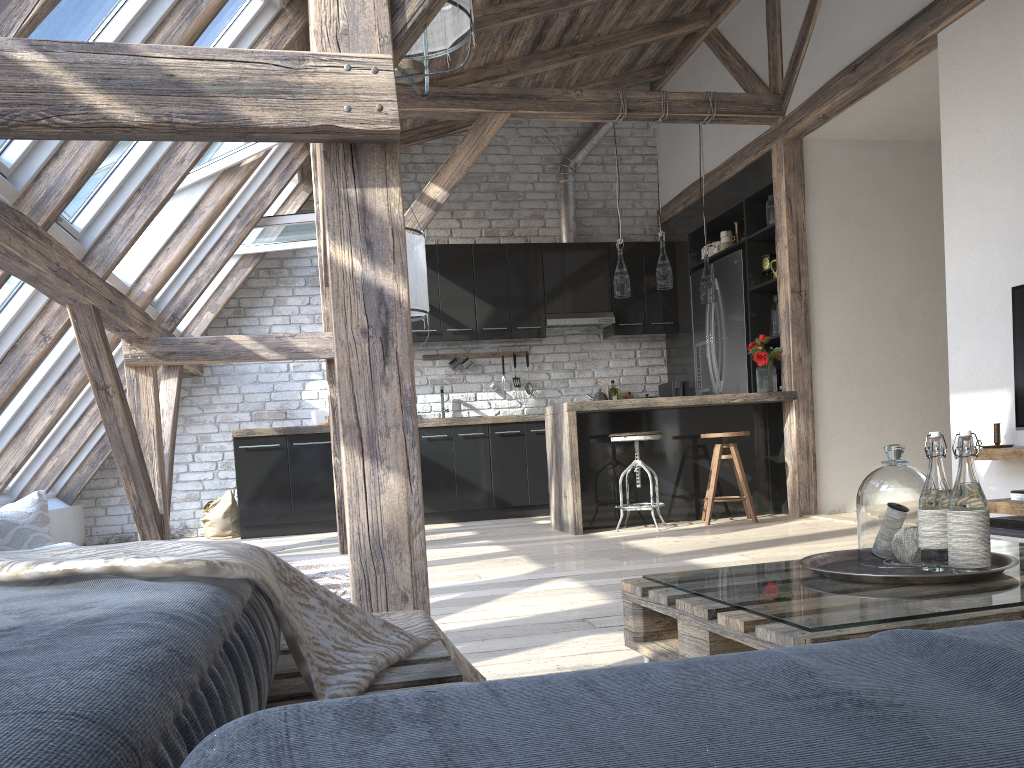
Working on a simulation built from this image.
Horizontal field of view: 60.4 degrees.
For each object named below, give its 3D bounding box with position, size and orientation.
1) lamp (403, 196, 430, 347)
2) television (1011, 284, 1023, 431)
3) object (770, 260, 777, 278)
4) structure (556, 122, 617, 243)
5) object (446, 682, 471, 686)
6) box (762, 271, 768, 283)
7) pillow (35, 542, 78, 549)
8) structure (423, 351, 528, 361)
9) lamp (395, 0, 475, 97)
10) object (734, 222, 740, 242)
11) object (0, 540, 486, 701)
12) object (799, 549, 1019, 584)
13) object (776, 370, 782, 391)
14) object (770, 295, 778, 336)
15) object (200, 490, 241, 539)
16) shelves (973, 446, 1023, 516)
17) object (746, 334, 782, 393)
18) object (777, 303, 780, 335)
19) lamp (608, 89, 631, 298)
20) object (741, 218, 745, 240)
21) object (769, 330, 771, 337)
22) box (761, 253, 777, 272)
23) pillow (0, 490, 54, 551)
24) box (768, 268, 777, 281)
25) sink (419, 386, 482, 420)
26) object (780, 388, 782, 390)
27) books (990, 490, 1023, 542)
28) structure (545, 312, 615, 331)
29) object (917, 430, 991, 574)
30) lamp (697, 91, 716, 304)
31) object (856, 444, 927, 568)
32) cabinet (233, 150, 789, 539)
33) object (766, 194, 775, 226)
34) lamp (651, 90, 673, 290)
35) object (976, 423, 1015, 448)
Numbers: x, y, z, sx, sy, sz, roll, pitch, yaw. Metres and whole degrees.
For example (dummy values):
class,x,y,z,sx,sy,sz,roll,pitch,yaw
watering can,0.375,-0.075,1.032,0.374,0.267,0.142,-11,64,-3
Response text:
class,x,y,z,sx,sy,sz,roll,pitch,yaw
lamp,-0.627,-1.114,3.989,0.401,1.902,0.404,-2,3,29
television,2.343,-0.118,3.346,0.206,0.706,1.105,-4,-2,-12
object,1.923,-0.809,6.208,0.135,0.170,0.150,-4,0,-26
structure,0.866,-1.850,7.776,0.981,1.289,0.169,-4,3,-12
object,-0.091,0.453,0.702,0.503,0.277,0.711,-2,-3,-28
box,1.876,-0.763,6.410,0.082,0.114,0.083,-4,1,-12
pillow,-2.342,0.953,4.535,0.476,0.242,0.535,-5,-3,30
structure,-0.307,-0.249,7.646,0.930,0.046,0.081,-3,-3,-12
lamp,-0.339,-1.533,2.511,0.405,1.309,0.400,-5,3,-36
object,1.702,-1.135,6.649,0.059,0.168,0.059,-5,3,-27
object,-0.517,0.445,1.394,0.812,0.474,1.008,-4,-3,18
object,0.776,0.359,1.742,0.395,0.022,0.395,-4,-4,8
object,1.913,-0.016,6.395,0.134,0.165,0.134,-4,0,-22
object,1.886,-0.480,6.268,0.085,0.303,0.086,-4,3,-20
object,-2.355,1.045,7.067,0.393,0.391,0.337,-4,0,14
shelves,2.336,0.462,3.358,0.330,0.450,1.606,-4,-4,-12
object,1.737,-0.141,6.047,0.252,0.416,0.310,-3,1,21
object,1.898,-0.515,6.122,0.109,0.351,0.108,-3,3,18
lamp,0.698,-1.222,5.690,0.108,1.293,0.224,-4,3,-10
object,1.736,-1.150,6.495,0.095,0.173,0.096,-4,2,-38
object,1.942,-0.433,6.410,0.132,0.221,0.132,-3,1,0
box,1.864,-0.877,6.368,0.082,0.114,0.083,-4,1,-32
pillow,-2.635,0.817,4.330,0.500,0.534,1.156,-3,-3,-7
box,1.890,-0.770,6.324,0.083,0.114,0.082,-3,1,-2
sink,-0.546,0.268,7.360,0.525,0.517,0.514,-3,-1,-12
object,2.000,0.037,6.202,0.215,0.024,0.214,-6,-5,36
books,2.261,0.586,3.754,0.290,0.265,0.360,-3,-2,-12
structure,0.554,-0.546,7.669,0.599,0.104,0.369,-3,-4,-12
object,0.829,0.222,1.657,0.071,0.268,0.153,-4,1,-12
lamp,1.289,-1.222,5.813,0.109,1.346,0.225,-4,3,-10
object,0.795,0.247,1.819,0.155,0.248,0.156,-4,1,-43
cabinet,-0.018,-0.183,6.691,4.208,2.517,2.093,-3,0,-12
object,1.828,-1.201,6.101,0.125,0.207,0.124,-4,1,-7
lamp,0.979,-1.259,5.754,0.108,1.242,0.238,-3,3,0
object,2.222,0.236,4.030,0.139,0.113,0.140,-3,-1,-29
